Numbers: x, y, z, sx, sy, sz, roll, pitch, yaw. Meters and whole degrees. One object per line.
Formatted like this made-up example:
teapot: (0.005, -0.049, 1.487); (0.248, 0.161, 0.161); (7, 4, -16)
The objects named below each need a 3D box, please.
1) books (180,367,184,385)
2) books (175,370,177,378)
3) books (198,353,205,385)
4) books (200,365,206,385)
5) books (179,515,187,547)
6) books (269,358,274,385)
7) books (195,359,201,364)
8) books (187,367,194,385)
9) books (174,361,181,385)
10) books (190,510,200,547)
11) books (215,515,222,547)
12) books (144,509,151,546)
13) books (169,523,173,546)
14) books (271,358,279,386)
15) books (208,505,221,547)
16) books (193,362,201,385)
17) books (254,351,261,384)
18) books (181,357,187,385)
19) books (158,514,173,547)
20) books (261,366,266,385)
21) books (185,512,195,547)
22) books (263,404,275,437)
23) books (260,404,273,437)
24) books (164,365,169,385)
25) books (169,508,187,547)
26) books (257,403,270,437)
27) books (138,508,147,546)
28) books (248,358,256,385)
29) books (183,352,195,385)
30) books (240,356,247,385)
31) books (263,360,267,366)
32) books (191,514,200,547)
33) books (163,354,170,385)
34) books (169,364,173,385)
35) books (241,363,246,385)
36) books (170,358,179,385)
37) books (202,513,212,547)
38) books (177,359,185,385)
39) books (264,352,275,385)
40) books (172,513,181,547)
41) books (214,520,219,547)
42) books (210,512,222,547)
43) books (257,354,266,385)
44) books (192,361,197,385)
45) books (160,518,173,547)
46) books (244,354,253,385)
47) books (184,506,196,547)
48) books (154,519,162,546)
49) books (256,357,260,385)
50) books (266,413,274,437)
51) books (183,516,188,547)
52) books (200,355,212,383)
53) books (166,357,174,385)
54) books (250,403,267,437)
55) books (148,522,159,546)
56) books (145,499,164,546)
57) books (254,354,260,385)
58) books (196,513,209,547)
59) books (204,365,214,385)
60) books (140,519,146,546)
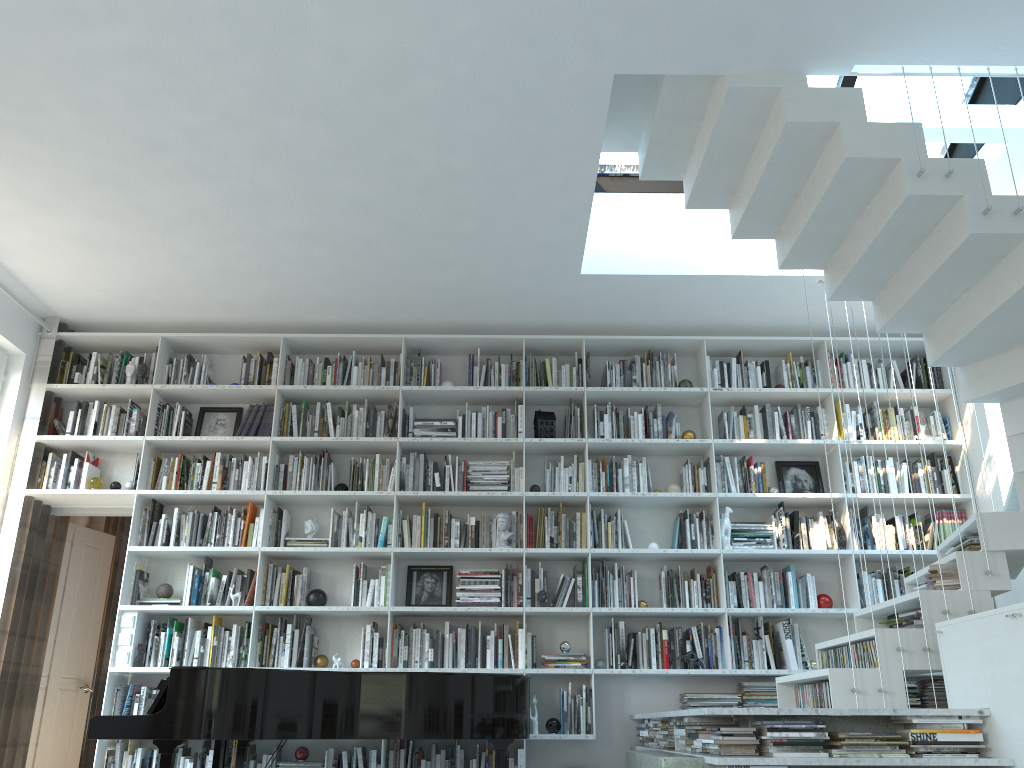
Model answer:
books: (-2.303, -0.006, 6.255); (0.014, 0.191, 0.147); (0, -21, 0)
books: (-2.347, -0.006, 6.257); (0.017, 0.193, 0.129); (0, -21, 0)
books: (-2.182, -0.056, 6.273); (0.007, 0.300, 0.146); (0, -21, 0)
books: (-2.157, -0.012, 6.251); (0.014, 0.201, 0.171); (0, -21, 0)
books: (-2.165, 1.002, 5.884); (0.049, 0.242, 0.140); (0, -21, 0)
books: (-1.682, -0.033, 6.272); (0.022, 0.259, 0.152); (0, -21, 0)
books: (-2.226, -0.035, 6.261); (0.013, 0.251, 0.129); (0, -21, 0)
books: (-2.245, -0.005, 6.243); (0.026, 0.182, 0.162); (0, -21, 0)
books: (-2.332, -0.026, 6.247); (0.013, 0.224, 0.177); (0, -21, 0)
books: (-2.088, 0.985, 5.879); (0.011, 0.270, 0.158); (0, -21, 0)
books: (-1.917, 1.001, 5.862); (0.013, 0.228, 0.177); (0, -21, 0)
books: (-2.383, 0.978, 5.857); (0.027, 0.265, 0.176); (0, -21, 0)
books: (-2.235, 1.029, 5.881); (0.021, 0.187, 0.130); (0, -21, 0)
books: (-1.656, -0.035, 6.259); (0.031, 0.253, 0.179); (0, -21, 0)
books: (-1.972, 0.969, 5.877); (0.013, 0.298, 0.152); (0, -21, 0)
books: (-2.196, -0.023, 6.239); (0.021, 0.213, 0.174); (0, -21, 0)
books: (-1.798, -0.059, 6.290); (0.014, 0.319, 0.137); (0, -21, 0)
books: (-2.288, -0.042, 6.255); (0.016, 0.260, 0.155); (0, -21, 0)
books: (-2.284, 0.994, 5.857); (0.022, 0.234, 0.178); (0, -21, 0)
books: (-1.732, -0.006, 6.247); (0.027, 0.189, 0.178); (0, -21, 0)
books: (-2.104, 0.989, 5.858); (0.021, 0.246, 0.189); (0, -21, 0)
books: (-1.663, 0.298, 6.149); (0.078, 0.284, 0.175); (0, -21, 0)
books: (-1.686, 0.299, 6.153); (0.078, 0.284, 0.175); (0, -21, 0)
books: (-2.416, -0.015, 6.248); (0.017, 0.203, 0.143); (0, -21, 0)
books: (-2.212, 0.978, 5.876); (0.023, 0.280, 0.175); (0, -21, 0)
books: (-1.708, 0.298, 6.149); (0.078, 0.284, 0.175); (0, -21, 0)
books: (-2.426, 0.978, 5.884); (0.012, 0.284, 0.160); (0, -21, 0)
books: (-1.819, -0.035, 6.252); (0.028, 0.248, 0.156); (0, -21, 0)
books: (-2.265, -0.057, 6.243); (0.015, 0.278, 0.191); (0, -21, 0)
books: (-1.892, -0.042, 6.274); (0.013, 0.276, 0.151); (0, -21, 0)
books: (-1.751, -0.027, 6.281); (0.013, 0.253, 0.130); (0, -21, 0)
books: (-2.071, 0.995, 5.858); (0.024, 0.236, 0.167); (0, -21, 0)
books: (-2.427, -0.050, 6.270); (0.007, 0.284, 0.160); (0, -21, 0)
books: (-2.384, -0.016, 6.254); (0.032, 0.209, 0.159); (0, -21, 0)
books: (-1.872, -0.019, 6.252); (0.028, 0.217, 0.153); (0, -21, 0)
books: (-2.362, -0.037, 6.254); (0.012, 0.248, 0.180); (0, -21, 0)
books: (-2.002, 0.995, 5.886); (0.048, 0.255, 0.142); (0, -21, 0)
books: (-2.317, -0.033, 6.255); (0.016, 0.242, 0.157); (0, -21, 0)
books: (-1.705, -0.059, 6.256); (0.025, 0.296, 0.164); (0, -21, 0)
books: (-2.195, 0.991, 5.862); (0.011, 0.245, 0.177); (0, -21, 0)
books: (-1.935, 1.017, 5.871); (0.021, 0.204, 0.130); (0, -21, 0)
books: (-1.955, 0.993, 5.879); (0.021, 0.255, 0.156); (0, -21, 0)
books: (-1.763, -0.047, 6.257); (0.011, 0.273, 0.184); (0, -21, 0)
books: (-2.213, -0.023, 6.246); (0.013, 0.219, 0.182); (0, -21, 0)
books: (-2.259, 1.006, 5.842); (0.028, 0.203, 0.189); (0, -21, 0)
books: (-1.845, -0.049, 6.259); (0.024, 0.278, 0.188); (0, -21, 0)
books: (-2.120, 0.971, 5.874); (0.011, 0.292, 0.184); (0, -21, 0)
books: (-2.316, 1.013, 5.867); (0.042, 0.208, 0.144); (0, -21, 0)
books: (-1.773, -0.042, 6.255); (0.010, 0.262, 0.157); (0, -21, 0)
books: (-1.640, 0.293, 6.136); (0.078, 0.284, 0.175); (0, -21, 0)
books: (-2.133, 1.001, 5.864); (0.014, 0.229, 0.149); (0, -21, 0)
books: (-2.171, -0.048, 6.283); (0.015, 0.292, 0.131); (0, -21, 0)
books: (-2.404, -0.038, 6.263); (0.007, 0.257, 0.157); (0, -21, 0)
books: (-1.741, 0.293, 6.129); (0.097, 0.281, 0.175); (0, -21, 0)
books: (-2.340, 1.018, 5.845); (0.037, 0.181, 0.190); (0, -21, 0)
books: (-2.364, 0.945, 5.866); (0.012, 0.332, 0.185); (0, -21, 0)
books: (-1.785, -0.047, 6.269); (0.013, 0.282, 0.167); (0, -21, 0)
books: (-2.037, 0.995, 5.867); (0.023, 0.241, 0.185); (0, -21, 0)
books: (-2.144, -0.012, 6.262); (0.013, 0.209, 0.137); (0, -21, 0)
books: (-2.407, 1.010, 5.862); (0.026, 0.208, 0.155); (0, -21, 0)
